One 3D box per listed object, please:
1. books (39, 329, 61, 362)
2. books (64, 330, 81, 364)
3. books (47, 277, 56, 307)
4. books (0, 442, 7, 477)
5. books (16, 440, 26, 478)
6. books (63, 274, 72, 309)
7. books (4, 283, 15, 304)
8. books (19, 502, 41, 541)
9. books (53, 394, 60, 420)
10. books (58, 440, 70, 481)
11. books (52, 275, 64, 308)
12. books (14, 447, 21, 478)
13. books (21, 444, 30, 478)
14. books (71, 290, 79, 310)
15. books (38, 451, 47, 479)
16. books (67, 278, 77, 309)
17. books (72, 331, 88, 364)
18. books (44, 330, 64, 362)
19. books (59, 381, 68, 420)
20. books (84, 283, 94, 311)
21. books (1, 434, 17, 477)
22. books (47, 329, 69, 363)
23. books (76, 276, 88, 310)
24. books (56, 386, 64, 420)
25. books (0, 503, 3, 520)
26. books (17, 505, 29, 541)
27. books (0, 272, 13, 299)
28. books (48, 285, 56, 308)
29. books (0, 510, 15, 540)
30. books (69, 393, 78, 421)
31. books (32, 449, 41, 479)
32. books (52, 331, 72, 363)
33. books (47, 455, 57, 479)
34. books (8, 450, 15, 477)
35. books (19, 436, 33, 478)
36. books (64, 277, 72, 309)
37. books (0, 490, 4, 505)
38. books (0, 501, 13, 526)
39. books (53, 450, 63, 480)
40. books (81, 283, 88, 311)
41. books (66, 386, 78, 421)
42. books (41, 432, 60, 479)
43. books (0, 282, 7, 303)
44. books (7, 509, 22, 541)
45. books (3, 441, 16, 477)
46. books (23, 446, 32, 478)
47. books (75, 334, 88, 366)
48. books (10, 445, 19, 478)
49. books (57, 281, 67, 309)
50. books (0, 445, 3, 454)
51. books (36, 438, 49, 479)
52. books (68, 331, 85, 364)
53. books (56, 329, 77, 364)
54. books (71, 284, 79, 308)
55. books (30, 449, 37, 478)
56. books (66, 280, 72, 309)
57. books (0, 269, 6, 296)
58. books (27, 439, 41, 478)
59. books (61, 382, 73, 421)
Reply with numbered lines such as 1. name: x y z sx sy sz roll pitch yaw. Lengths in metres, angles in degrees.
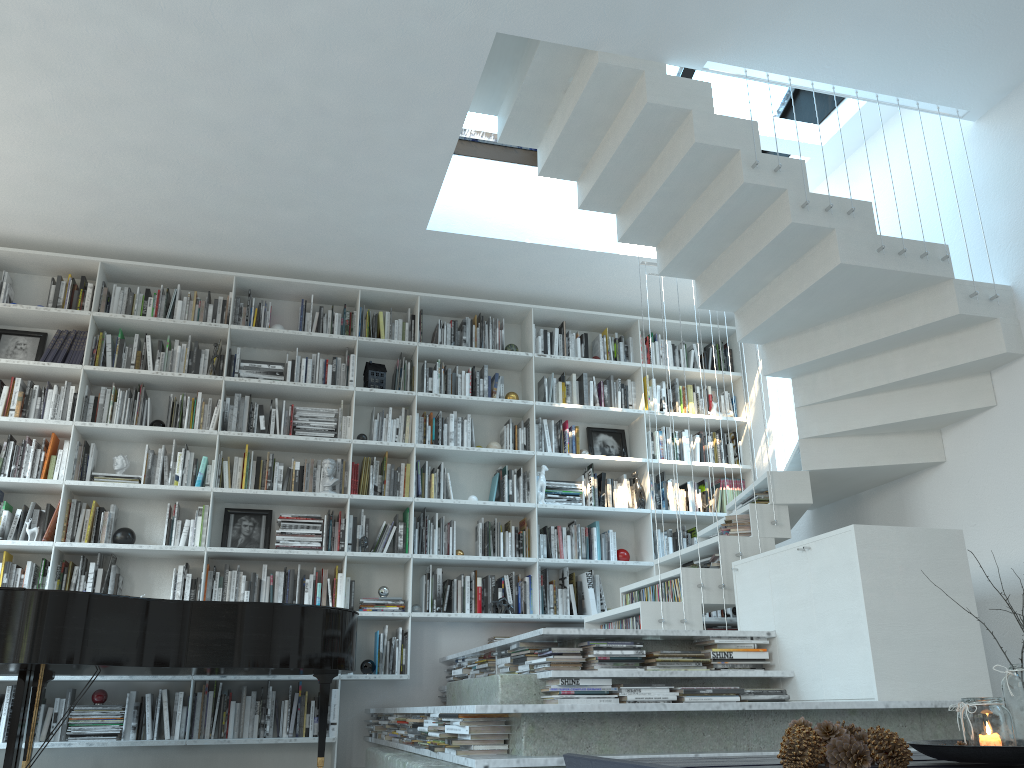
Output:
1. books: -2.962 -0.194 5.701 0.110 0.278 0.175 5 -20 -15
2. books: -2.838 -0.185 5.745 0.078 0.284 0.175 5 -20 -15
3. books: -3.020 -0.541 5.818 0.013 0.276 0.151 5 -20 -15
4. books: -3.112 0.495 5.421 0.048 0.255 0.142 5 -20 -15
5. books: -3.002 0.492 5.439 0.012 0.271 0.146 5 -20 -15
6. books: -2.932 -0.551 5.856 0.014 0.319 0.137 5 -20 -15
7. books: -3.263 -0.530 5.744 0.013 0.209 0.137 5 -20 -15
8. books: -2.900 0.851 5.334 0.060 0.254 0.159 5 -20 -15
9. books: -2.860 0.190 5.590 0.013 0.205 0.173 5 -21 -15
10. books: -2.772 0.508 5.509 0.027 0.285 0.148 5 -20 -15
11. books: -2.971 -0.544 5.815 0.024 0.278 0.188 5 -20 -15
12. books: -3.014 0.513 5.433 0.013 0.227 0.152 5 -20 -15
13. books: -2.983 0.507 5.451 0.011 0.250 0.140 5 -20 -15
14. books: -2.861 -0.492 5.832 0.027 0.189 0.178 5 -21 -15
15. books: -2.881 0.534 5.458 0.013 0.202 0.162 5 -21 -15
16. books: -2.891 -0.535 5.834 0.011 0.273 0.184 5 -20 -15
17. books: -2.794 -0.181 5.756 0.078 0.284 0.175 5 -20 -15
18. books: -2.943 -0.189 5.715 0.110 0.278 0.175 5 -20 -15
19. books: -2.819 0.146 5.596 0.012 0.290 0.183 5 -20 -15
20. books: -2.788 -0.516 5.862 0.031 0.253 0.179 5 -20 -15
21. books: -3.078 0.471 5.420 0.013 0.298 0.152 5 -20 -15
22. books: -2.916 -0.193 5.705 0.110 0.278 0.175 5 -20 -15
23. books: -2.834 -0.543 5.847 0.025 0.296 0.164 5 -20 -15
24. books: -2.844 0.166 5.613 0.024 0.265 0.155 5 -20 -15
25. books: -3.049 0.846 5.306 0.022 0.248 0.129 5 -20 -15
26. books: -2.940 0.859 5.336 0.013 0.241 0.142 5 -20 -15
27. books: -3.292 -0.569 5.758 0.015 0.292 0.131 5 -20 -15
28. books: -2.997 -0.516 5.802 0.028 0.217 0.153 5 -20 -15
29. books: -3.005 0.866 5.278 0.029 0.189 0.189 5 -21 -15
30. books: -2.735 0.189 5.588 0.039 0.201 0.237 5 -21 -15
31. books: -2.915 0.527 5.462 0.021 0.220 0.149 5 -20 -15
32. books: -2.899 -0.185 5.727 0.110 0.278 0.175 5 -20 -15
33. books: -2.827 0.549 5.473 0.030 0.182 0.152 5 -21 -15
34. books: -3.044 0.522 5.423 0.021 0.204 0.130 5 -20 -15
35. books: -2.995 0.483 5.461 0.011 0.303 0.130 5 -20 -15
36. books: -2.915 -0.538 5.840 0.013 0.282 0.167 5 -20 -15
37. books: -3.095 0.801 5.310 0.011 0.334 0.154 5 -20 -15
38. books: -3.028 0.840 5.294 0.011 0.249 0.172 5 -20 -15
39. books: -2.799 0.533 5.487 0.031 0.222 0.145 5 -20 -15
40. books: -2.817 -0.516 5.868 0.022 0.259 0.152 5 -20 -15
41. books: -2.778 0.166 5.612 0.035 0.263 0.178 5 -20 -15
42. books: -2.859 0.479 5.485 0.035 0.324 0.170 5 -20 -15
43. books: -3.273 -0.530 5.731 0.014 0.201 0.171 5 -21 -15
44. books: -2.973 0.869 5.323 0.056 0.213 0.143 5 -20 -15
45. books: -3.064 0.496 5.426 0.021 0.255 0.156 5 -20 -15
46. books: -2.967 0.516 5.463 0.028 0.241 0.132 5 -20 -15
47. books: -2.769 -0.184 5.749 0.078 0.284 0.175 5 -20 -15
48. books: -3.024 0.507 5.419 0.013 0.228 0.177 5 -20 -15
49. books: -2.945 -0.528 5.815 0.028 0.248 0.156 5 -20 -15
50. books: -3.141 0.493 5.394 0.023 0.241 0.185 5 -20 -15
51. books: -2.899 0.496 5.483 0.015 0.291 0.144 5 -20 -15
52. books: -2.817 -0.182 5.754 0.078 0.284 0.175 5 -20 -15
53. books: -2.865 -0.192 5.717 0.097 0.281 0.175 5 -20 -15
54. books: -2.887 -0.515 5.860 0.013 0.253 0.130 5 -20 -15
55. books: -2.929 0.525 5.454 0.012 0.216 0.160 5 -20 -15
56. books: -2.900 -0.531 5.829 0.010 0.262 0.157 5 -20 -15
57. books: -3.299 -0.577 5.746 0.007 0.300 0.146 5 -20 -15
58. books: -2.939 0.493 5.447 0.015 0.274 0.157 5 -20 -15
59. books: -2.806 0.153 5.611 0.022 0.288 0.170 5 -20 -15
